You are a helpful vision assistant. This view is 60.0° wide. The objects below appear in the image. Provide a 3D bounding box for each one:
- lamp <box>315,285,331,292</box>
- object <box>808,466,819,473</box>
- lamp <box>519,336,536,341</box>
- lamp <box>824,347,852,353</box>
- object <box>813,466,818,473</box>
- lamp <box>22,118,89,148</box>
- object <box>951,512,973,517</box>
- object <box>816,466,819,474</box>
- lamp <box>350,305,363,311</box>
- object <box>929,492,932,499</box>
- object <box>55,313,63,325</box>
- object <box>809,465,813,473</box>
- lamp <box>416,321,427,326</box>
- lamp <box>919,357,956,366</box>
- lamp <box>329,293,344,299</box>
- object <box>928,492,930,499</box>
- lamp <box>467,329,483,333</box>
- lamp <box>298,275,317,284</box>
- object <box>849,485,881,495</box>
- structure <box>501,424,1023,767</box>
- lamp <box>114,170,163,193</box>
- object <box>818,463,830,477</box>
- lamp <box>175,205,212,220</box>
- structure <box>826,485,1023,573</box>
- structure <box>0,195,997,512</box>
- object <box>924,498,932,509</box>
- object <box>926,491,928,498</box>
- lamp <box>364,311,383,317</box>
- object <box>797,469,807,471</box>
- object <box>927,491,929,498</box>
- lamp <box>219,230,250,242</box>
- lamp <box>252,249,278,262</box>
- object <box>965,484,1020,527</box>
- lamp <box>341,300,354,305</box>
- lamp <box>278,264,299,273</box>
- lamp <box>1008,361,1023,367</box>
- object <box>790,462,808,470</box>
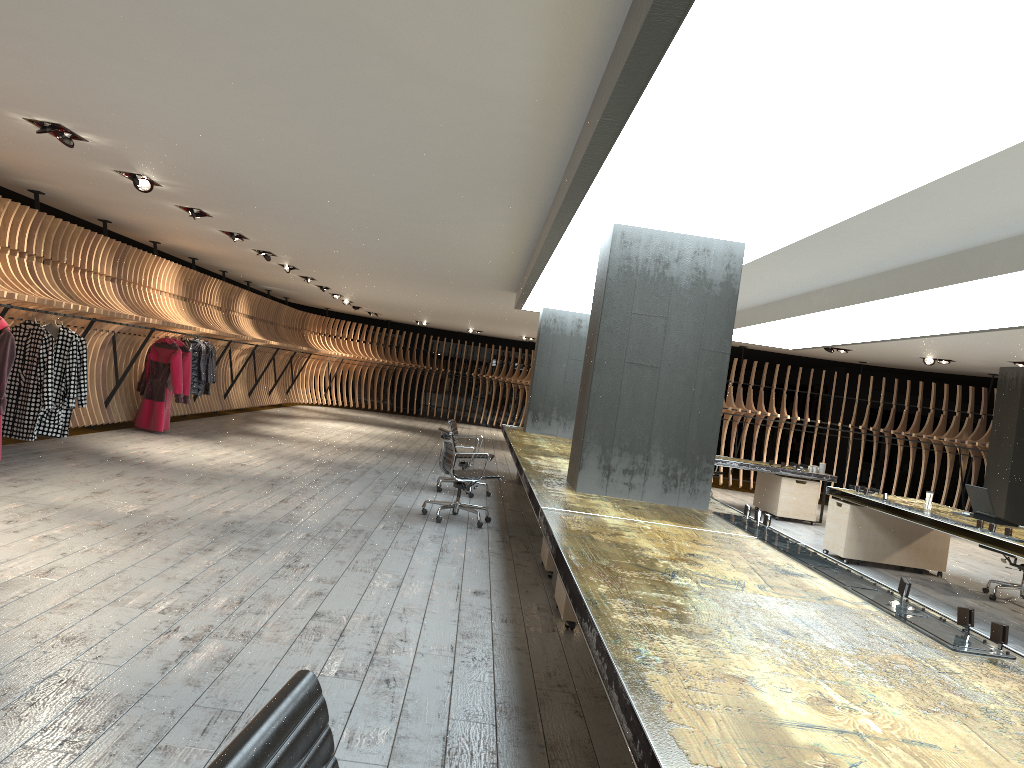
[{"bbox_3d":[-3.789,-1.982,17.805,0.269,0.295,0.492,8,0,-2],"label":"lamp"},{"bbox_3d":[4.418,1.257,12.946,0.175,0.089,0.289,8,0,14],"label":"object"},{"bbox_3d":[0.463,-1.354,25.159,0.493,0.295,0.269,8,-1,25],"label":"lamp"},{"bbox_3d":[5.468,-0.637,14.953,0.493,0.294,0.269,8,-1,5],"label":"lamp"},{"bbox_3d":[4.399,1.244,12.869,0.062,0.109,0.062,9,-1,-29],"label":"object"},{"bbox_3d":[-3.407,-1.945,6.649,0.269,0.284,0.492,8,0,-2],"label":"lamp"},{"bbox_3d":[4.489,1.290,8.732,0.213,0.019,0.219,8,0,-17],"label":"object"},{"bbox_3d":[4.432,1.249,12.932,0.062,0.109,0.062,9,-1,-29],"label":"object"},{"bbox_3d":[-3.951,-2.006,22.587,0.269,0.284,0.492,8,0,-2],"label":"lamp"},{"bbox_3d":[4.180,1.159,8.877,0.007,0.170,0.030,9,-1,-25],"label":"object"},{"bbox_3d":[-4.720,-0.609,9.198,0.525,0.270,0.012,8,-1,-12],"label":"object"},{"bbox_3d":[4.362,1.239,12.930,0.062,0.109,0.062,9,-1,-29],"label":"object"},{"bbox_3d":[-2.573,-1.797,25.145,0.492,0.293,0.269,8,-1,-28],"label":"lamp"},{"bbox_3d":[6.874,-0.434,14.316,0.493,0.292,0.269,8,-1,43],"label":"lamp"},{"bbox_3d":[-3.843,-1.989,19.399,0.269,0.293,0.492,8,0,-2],"label":"lamp"},{"bbox_3d":[4.171,1.158,8.881,0.007,0.170,0.030,8,-1,1],"label":"object"},{"bbox_3d":[-1.056,-1.577,25.531,0.493,0.291,0.269,8,-1,3],"label":"lamp"},{"bbox_3d":[-3.735,-1.974,16.212,0.269,0.298,0.492,8,0,-2],"label":"lamp"},{"bbox_3d":[3.937,1.191,9.903,0.302,0.074,0.217,8,0,-7],"label":"object"},{"bbox_3d":[2.488,1.334,5.103,4.835,0.844,18.473,8,0,-2],"label":"structure"},{"bbox_3d":[-3.462,-1.947,8.242,0.269,0.291,0.492,8,0,-2],"label":"lamp"},{"bbox_3d":[4.522,1.255,12.831,0.088,0.204,0.262,8,0,-3],"label":"object"},{"bbox_3d":[-3.517,-1.952,9.836,0.269,0.294,0.492,8,0,-2],"label":"lamp"},{"bbox_3d":[4.311,1.600,4.947,1.162,0.844,10.450,8,0,-2],"label":"structure"},{"bbox_3d":[1.825,0.368,9.165,14.880,2.440,36.550,8,0,-2],"label":"structure"},{"bbox_3d":[4.176,1.204,8.897,0.062,0.111,0.061,8,-1,32],"label":"object"},{"bbox_3d":[4.163,1.157,8.899,0.030,0.170,0.007,9,-1,-35],"label":"object"},{"bbox_3d":[-3.778,-1.981,24.149,0.269,0.279,0.492,8,-1,39],"label":"lamp"},{"bbox_3d":[4.360,1.287,13.174,0.343,0.015,0.233,8,0,30],"label":"object"},{"bbox_3d":[4.165,1.157,8.889,0.007,0.170,0.030,8,-1,28],"label":"object"},{"bbox_3d":[-3.571,-1.957,11.430,0.269,0.295,0.492,8,0,-2],"label":"lamp"},{"bbox_3d":[-3.626,-1.964,13.024,0.269,0.294,0.492,8,0,-2],"label":"lamp"},{"bbox_3d":[4.536,1.146,8.377,0.365,0.316,0.373,8,0,-2],"label":"object"},{"bbox_3d":[-3.897,-1.996,20.993,0.269,0.291,0.492,8,0,-2],"label":"lamp"},{"bbox_3d":[-3.681,-1.966,14.618,0.269,0.302,0.492,8,0,-2],"label":"lamp"},{"bbox_3d":[7.487,-0.345,12.885,0.269,0.293,0.493,8,0,-9],"label":"lamp"},{"bbox_3d":[4.414,1.264,13.646,0.217,0.074,0.302,8,0,3],"label":"object"}]
